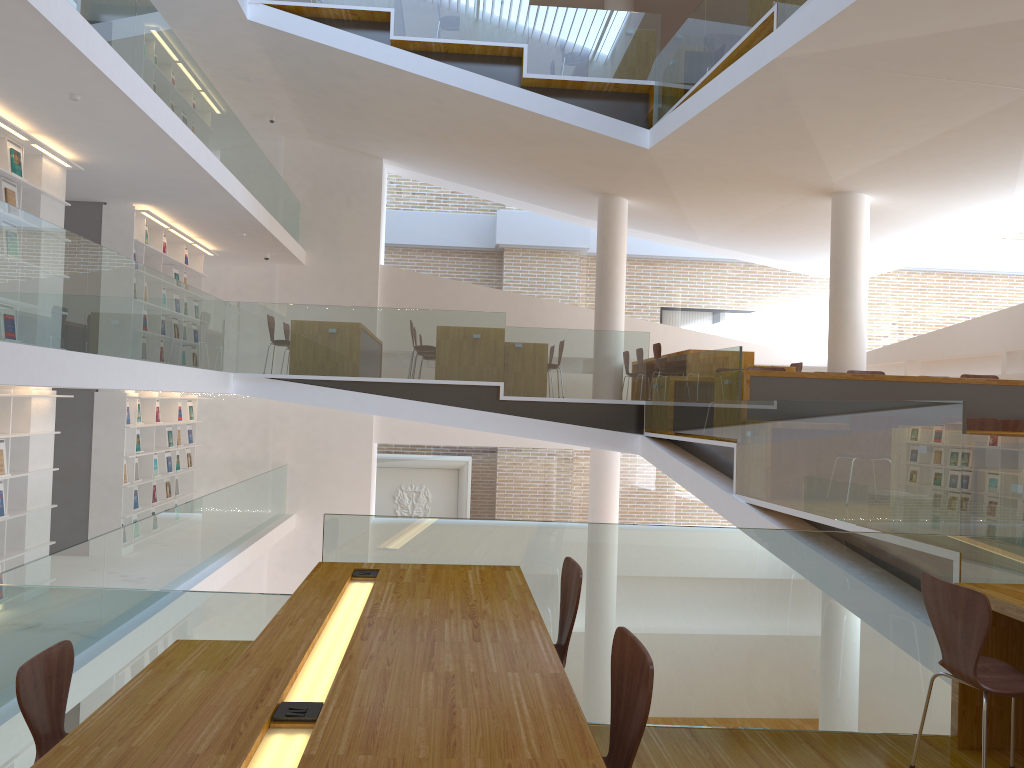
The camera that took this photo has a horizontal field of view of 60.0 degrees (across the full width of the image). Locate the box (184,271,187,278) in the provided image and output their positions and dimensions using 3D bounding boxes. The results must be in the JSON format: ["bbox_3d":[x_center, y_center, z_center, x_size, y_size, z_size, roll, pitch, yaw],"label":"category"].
[{"bbox_3d":[-4.494,-1.376,11.917,0.274,0.296,0.245,2,-1,-4],"label":"box"}]

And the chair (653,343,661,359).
[{"bbox_3d":[1.872,-0.127,10.523,0.381,0.693,0.428,2,-1,-4],"label":"chair"}]

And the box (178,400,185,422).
[{"bbox_3d":[-4.552,0.356,11.877,0.274,0.296,0.245,2,-1,-4],"label":"box"}]

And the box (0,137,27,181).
[{"bbox_3d":[-4.081,-1.803,7.118,0.274,0.296,0.245,2,-1,-4],"label":"box"}]

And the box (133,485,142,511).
[{"bbox_3d":[-4.474,1.308,10.298,0.274,0.296,0.245,2,-1,-4],"label":"box"}]

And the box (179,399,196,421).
[{"bbox_3d":[-4.589,0.366,12.401,0.274,0.296,0.245,2,-1,-4],"label":"box"}]

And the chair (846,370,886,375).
[{"bbox_3d":[3.381,0.215,8.294,0.428,0.693,0.381,2,-1,-4],"label":"chair"}]

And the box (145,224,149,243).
[{"bbox_3d":[-4.371,-1.737,10.329,0.274,0.296,0.245,2,-1,-4],"label":"box"}]

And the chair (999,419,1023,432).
[{"bbox_3d":[3.689,0.615,6.902,0.428,0.693,0.381,2,-1,-4],"label":"chair"}]

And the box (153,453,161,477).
[{"bbox_3d":[-4.510,0.993,10.964,0.274,0.296,0.245,2,-1,-4],"label":"box"}]

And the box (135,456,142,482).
[{"bbox_3d":[-4.461,0.978,10.267,0.274,0.296,0.245,2,-1,-4],"label":"box"}]

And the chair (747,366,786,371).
[{"bbox_3d":[2.412,0.181,8.226,0.428,0.693,0.381,2,-1,-4],"label":"chair"}]

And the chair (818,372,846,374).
[{"bbox_3d":[3.208,0.230,9.170,0.428,0.693,0.381,2,-1,-4],"label":"chair"}]

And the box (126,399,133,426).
[{"bbox_3d":[-4.413,0.317,9.909,0.274,0.296,0.245,2,-1,-4],"label":"box"}]

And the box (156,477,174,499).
[{"bbox_3d":[-4.560,1.333,11.506,0.274,0.296,0.245,2,-1,-4],"label":"box"}]

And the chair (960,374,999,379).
[{"bbox_3d":[4.486,0.253,8.333,0.428,0.693,0.381,2,-1,-4],"label":"chair"}]

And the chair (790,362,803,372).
[{"bbox_3d":[3.349,0.076,10.977,0.381,0.693,0.428,2,-1,-4],"label":"chair"}]

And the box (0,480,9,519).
[{"bbox_3d":[-4.168,0.912,7.007,0.274,0.296,0.245,2,-1,-4],"label":"box"}]

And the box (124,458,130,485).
[{"bbox_3d":[-4.434,0.970,9.893,0.274,0.296,0.245,2,-1,-4],"label":"box"}]

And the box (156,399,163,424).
[{"bbox_3d":[-4.484,0.335,10.958,0.274,0.296,0.245,2,-1,-4],"label":"box"}]

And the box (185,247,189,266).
[{"bbox_3d":[-4.483,-1.703,11.925,0.274,0.296,0.245,2,-1,-4],"label":"box"}]

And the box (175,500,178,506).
[{"bbox_3d":[-4.595,1.669,11.846,0.274,0.296,0.245,2,-1,-4],"label":"box"}]

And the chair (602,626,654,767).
[{"bbox_3d":[0.092,0.918,1.955,0.381,0.693,0.428,2,-1,-4],"label":"chair"}]

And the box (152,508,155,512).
[{"bbox_3d":[-4.531,1.650,10.935,0.274,0.296,0.245,2,-1,-4],"label":"box"}]

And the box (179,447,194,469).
[{"bbox_3d":[-4.611,1.023,12.399,0.274,0.296,0.245,2,-1,-4],"label":"box"}]

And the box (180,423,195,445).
[{"bbox_3d":[-4.600,0.694,12.393,0.274,0.296,0.245,2,-1,-4],"label":"box"}]

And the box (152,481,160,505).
[{"bbox_3d":[-4.520,1.321,10.942,0.274,0.296,0.245,2,-1,-4],"label":"box"}]

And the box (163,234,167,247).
[{"bbox_3d":[-4.416,-1.724,11.006,0.274,0.296,0.245,2,-1,-4],"label":"box"}]

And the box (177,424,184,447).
[{"bbox_3d":[-4.563,0.683,11.869,0.274,0.296,0.245,2,-1,-4],"label":"box"}]

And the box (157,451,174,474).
[{"bbox_3d":[-4.548,1.004,11.501,0.274,0.296,0.245,2,-1,-4],"label":"box"}]

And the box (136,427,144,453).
[{"bbox_3d":[-4.451,0.646,10.298,0.274,0.296,0.245,2,-1,-4],"label":"box"}]

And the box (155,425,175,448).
[{"bbox_3d":[-4.537,0.677,11.508,0.274,0.296,0.245,2,-1,-4],"label":"box"}]

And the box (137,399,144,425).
[{"bbox_3d":[-4.439,0.322,10.281,0.274,0.296,0.245,2,-1,-4],"label":"box"}]

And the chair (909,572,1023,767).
[{"bbox_3d":[1.579,0.989,2.867,0.381,0.693,0.428,2,-1,-4],"label":"chair"}]

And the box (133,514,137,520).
[{"bbox_3d":[-4.486,1.637,10.302,0.274,0.296,0.245,2,-1,-4],"label":"box"}]

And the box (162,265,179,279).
[{"bbox_3d":[-4.469,-1.382,11.556,0.274,0.296,0.245,2,-1,-4],"label":"box"}]

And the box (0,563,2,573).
[{"bbox_3d":[-4.191,1.570,7.016,0.274,0.296,0.245,2,-1,-4],"label":"box"}]

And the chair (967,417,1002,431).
[{"bbox_3d":[2.949,0.554,5.505,0.428,0.693,0.381,2,-1,-4],"label":"chair"}]

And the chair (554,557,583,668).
[{"bbox_3d":[0.023,0.939,2.923,0.381,0.693,0.428,2,-1,-4],"label":"chair"}]

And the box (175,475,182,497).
[{"bbox_3d":[-4.585,1.341,11.863,0.274,0.296,0.245,2,-1,-4],"label":"box"}]

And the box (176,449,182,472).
[{"bbox_3d":[-4.573,1.012,11.852,0.274,0.296,0.245,2,-1,-4],"label":"box"}]

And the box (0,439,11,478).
[{"bbox_3d":[-4.157,0.584,7.013,0.274,0.296,0.245,2,-1,-4],"label":"box"}]

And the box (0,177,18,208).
[{"bbox_3d":[-4.088,-1.475,7.061,0.274,0.296,0.245,2,-1,-4],"label":"box"}]

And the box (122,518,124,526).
[{"bbox_3d":[-4.456,1.629,9.875,0.274,0.296,0.245,2,-1,-4],"label":"box"}]
